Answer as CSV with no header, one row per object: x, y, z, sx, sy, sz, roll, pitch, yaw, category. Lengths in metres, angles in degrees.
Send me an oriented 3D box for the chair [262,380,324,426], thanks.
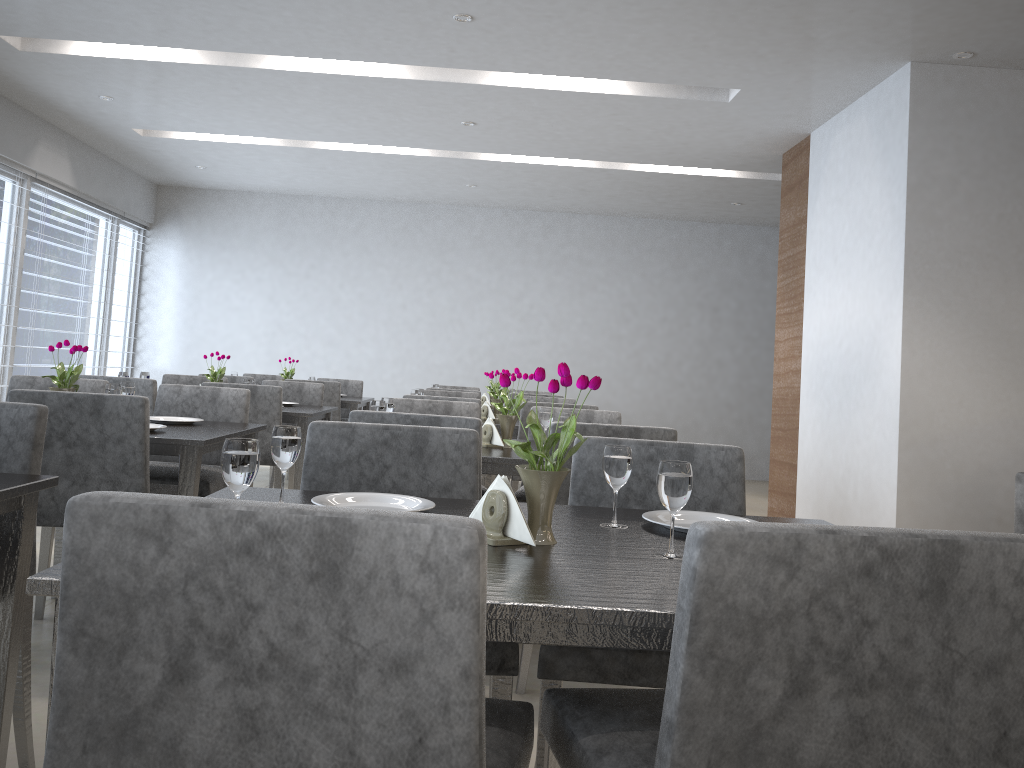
-1.346,0.368,5.058,0.477,0.765,0.490,3,-3,3,chair

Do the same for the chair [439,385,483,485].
-0.440,0.403,6.872,0.476,0.765,0.490,4,-3,-7,chair

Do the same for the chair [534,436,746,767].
0.290,0.509,1.712,0.477,0.765,0.490,3,-3,3,chair

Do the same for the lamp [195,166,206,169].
-2.690,-1.872,7.639,0.089,0.007,0.088,4,1,43,lamp

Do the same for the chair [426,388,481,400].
-0.406,0.414,6.151,0.477,0.765,0.490,3,-3,3,chair

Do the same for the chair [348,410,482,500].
-0.280,0.462,2.670,0.477,0.765,0.490,3,-3,3,chair

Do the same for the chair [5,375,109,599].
-1.829,0.359,3.343,0.476,0.765,0.490,4,-3,-7,chair

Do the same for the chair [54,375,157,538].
-1.856,0.345,4.327,0.477,0.765,0.490,3,-3,3,chair

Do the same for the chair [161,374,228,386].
-1.890,0.335,5.049,0.476,0.765,0.490,4,-3,-7,chair

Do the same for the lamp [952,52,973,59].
2.105,-1.534,4.129,0.089,0.007,0.088,4,1,43,lamp

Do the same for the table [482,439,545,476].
-0.032,0.536,3.040,1.188,0.637,0.775,4,-1,-2,table

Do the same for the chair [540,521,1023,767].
0.304,0.517,1.056,0.476,0.765,0.490,4,-3,-7,chair

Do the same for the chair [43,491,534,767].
-0.219,0.486,0.982,0.477,0.765,0.490,3,-3,3,chair

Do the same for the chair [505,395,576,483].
0.168,0.462,5.106,0.477,0.765,0.490,3,-3,3,chair

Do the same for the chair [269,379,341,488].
-1.397,0.352,6.177,0.476,0.765,0.490,4,-3,-7,chair

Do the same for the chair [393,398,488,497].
-0.315,0.452,3.391,0.476,0.765,0.490,4,-3,-7,chair

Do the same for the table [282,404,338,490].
-1.608,0.419,4.698,1.188,0.637,0.775,4,-1,-2,table

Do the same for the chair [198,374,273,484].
-1.920,0.321,6.103,0.477,0.765,0.490,3,-3,3,chair

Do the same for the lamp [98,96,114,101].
-2.620,-1.845,5.706,0.089,0.007,0.088,4,1,43,lamp

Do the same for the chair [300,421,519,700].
-0.254,0.475,1.703,0.476,0.765,0.490,4,-3,-7,chair

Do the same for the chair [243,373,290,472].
-1.954,0.310,6.824,0.476,0.765,0.490,4,-3,-7,chair

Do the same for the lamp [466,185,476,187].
-0.358,-1.728,7.713,0.089,0.007,0.088,4,1,43,lamp

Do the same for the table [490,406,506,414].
-0.158,0.488,6.522,1.188,0.637,0.775,4,-1,-2,table

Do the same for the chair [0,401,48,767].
-1.224,0.416,1.664,0.477,0.765,0.490,3,-3,3,chair

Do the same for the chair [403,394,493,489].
-0.342,0.439,4.376,0.477,0.765,0.490,3,-3,3,chair

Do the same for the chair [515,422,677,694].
0.243,0.494,2.744,0.476,0.765,0.490,4,-3,-7,chair

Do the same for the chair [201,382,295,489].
-1.333,0.377,4.402,0.476,0.765,0.490,4,-3,-7,chair

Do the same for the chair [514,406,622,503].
0.230,0.485,3.401,0.477,0.765,0.490,3,-3,3,chair

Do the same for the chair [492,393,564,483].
0.118,0.445,6.225,0.476,0.765,0.490,4,-3,-7,chair

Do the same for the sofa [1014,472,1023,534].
2.488,0.713,1.710,0.835,0.630,3.790,4,1,-2,sofa

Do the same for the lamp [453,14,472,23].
-0.227,-1.677,4.055,0.089,0.007,0.088,4,1,43,lamp

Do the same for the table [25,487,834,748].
0.029,0.560,1.352,1.188,0.637,0.775,4,-1,-2,table

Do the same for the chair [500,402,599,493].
0.182,0.470,4.450,0.476,0.765,0.490,4,-3,-7,chair

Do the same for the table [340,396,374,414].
-1.672,0.395,6.473,1.188,0.637,0.775,4,-1,-2,table

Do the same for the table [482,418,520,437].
-0.094,0.512,4.746,1.188,0.637,0.775,4,-1,-2,table

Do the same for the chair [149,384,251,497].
-1.285,0.392,3.352,0.477,0.765,0.490,3,-3,3,chair

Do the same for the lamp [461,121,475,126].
-0.289,-1.701,5.780,0.089,0.007,0.088,4,1,43,lamp

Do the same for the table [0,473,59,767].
-1.486,0.467,1.304,1.188,0.637,0.775,4,-1,-2,table

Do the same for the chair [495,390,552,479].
0.104,0.437,6.882,0.477,0.765,0.490,3,-3,3,chair

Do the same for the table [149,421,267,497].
-1.546,0.443,2.992,1.188,0.637,0.775,4,-1,-2,table

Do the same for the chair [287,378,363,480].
-1.410,0.344,6.833,0.477,0.765,0.490,3,-3,3,chair

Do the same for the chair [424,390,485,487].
-0.376,0.428,5.097,0.476,0.765,0.490,4,-3,-7,chair

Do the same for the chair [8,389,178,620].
-1.271,0.401,2.696,0.476,0.765,0.490,4,-3,-7,chair

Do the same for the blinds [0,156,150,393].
-3.527,-0.521,6.694,0.045,2.050,3.641,4,0,-2,blinds
